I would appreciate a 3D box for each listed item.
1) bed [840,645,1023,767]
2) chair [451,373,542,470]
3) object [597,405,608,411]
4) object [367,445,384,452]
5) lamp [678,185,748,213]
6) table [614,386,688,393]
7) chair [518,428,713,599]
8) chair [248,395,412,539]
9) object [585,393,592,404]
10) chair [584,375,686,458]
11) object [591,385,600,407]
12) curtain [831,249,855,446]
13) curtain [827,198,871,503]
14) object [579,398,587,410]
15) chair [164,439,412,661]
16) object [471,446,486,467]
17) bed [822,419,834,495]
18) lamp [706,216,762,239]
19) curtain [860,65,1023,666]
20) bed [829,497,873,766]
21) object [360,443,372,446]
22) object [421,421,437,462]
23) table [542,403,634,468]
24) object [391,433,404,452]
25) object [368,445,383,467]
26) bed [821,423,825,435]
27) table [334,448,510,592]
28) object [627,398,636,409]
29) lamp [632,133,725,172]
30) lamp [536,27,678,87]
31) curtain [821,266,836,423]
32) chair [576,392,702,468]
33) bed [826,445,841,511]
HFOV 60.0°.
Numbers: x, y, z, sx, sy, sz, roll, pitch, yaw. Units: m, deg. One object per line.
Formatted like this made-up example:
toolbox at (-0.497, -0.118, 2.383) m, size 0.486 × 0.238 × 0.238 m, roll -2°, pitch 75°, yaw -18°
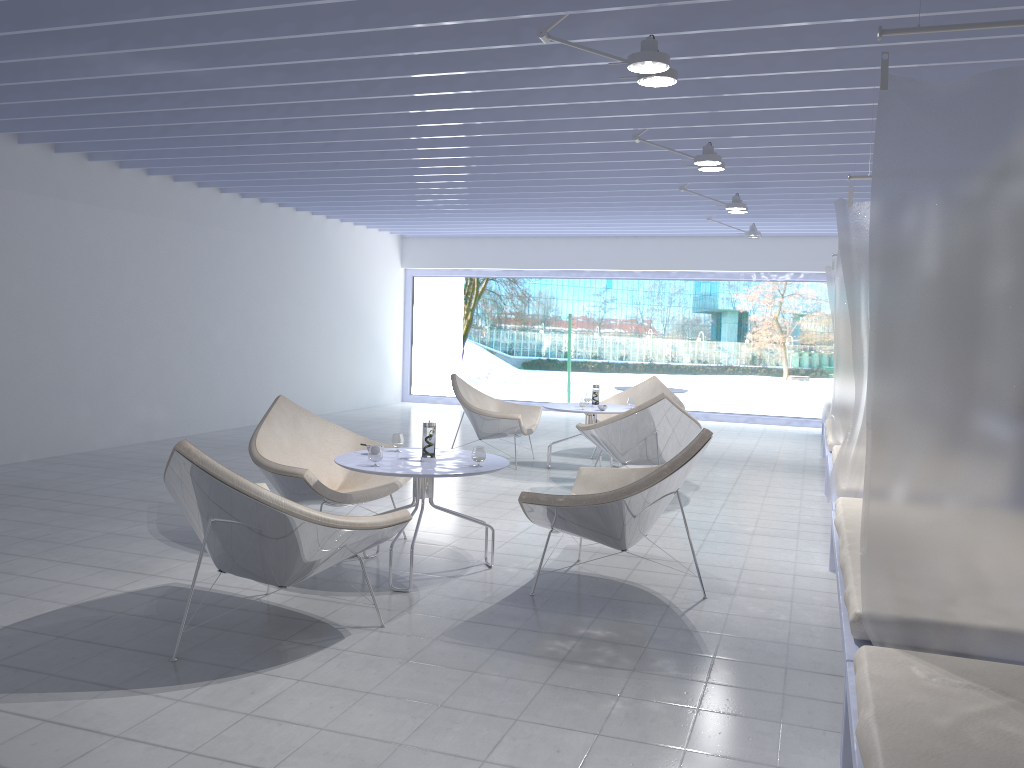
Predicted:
bed at (1.498, 0.943, 1.049) m, size 2.016 × 0.427 × 2.200 m, roll 3°, pitch 4°, yaw 19°
chair at (-0.194, 0.296, 7.718) m, size 0.753 × 0.759 × 0.906 m, roll 3°, pitch 4°, yaw 14°
object at (0.722, 0.190, 7.077) m, size 0.082 × 0.043 × 0.082 m, roll 1°, pitch 4°, yaw -13°
object at (-0.666, 0.323, 4.316) m, size 0.082 × 0.043 × 0.082 m, roll 3°, pitch 4°, yaw 20°
lamp at (1.741, -1.612, 7.692) m, size 0.587 × 0.218 × 0.380 m, roll 3°, pitch 4°, yaw 19°
table at (1.550, 0.322, 9.959) m, size 0.823 × 0.534 × 0.825 m, roll 0°, pitch 4°, yaw -24°
chair at (0.534, 0.553, 4.060) m, size 0.753 × 0.759 × 0.906 m, roll 3°, pitch 4°, yaw 23°
chair at (-1.033, 0.458, 4.766) m, size 0.753 × 0.759 × 0.906 m, roll 4°, pitch 5°, yaw 36°
object at (0.659, 0.128, 7.647) m, size 0.068 × 0.091 × 0.068 m, roll 5°, pitch 5°, yaw 41°
chair at (1.194, 0.307, 8.240) m, size 0.906 × 0.759 × 0.753 m, roll 4°, pitch 4°, yaw 29°
object at (0.696, 0.097, 7.381) m, size 0.075 × 0.189 × 0.075 m, roll 2°, pitch 4°, yaw 10°
curtain at (3.299, -0.203, 6.212) m, size 1.998 × 1.559 × 0.125 m, roll 3°, pitch 4°, yaw 17°
curtain at (2.551, -0.116, 4.146) m, size 2.050 × 1.552 × 0.151 m, roll 3°, pitch 4°, yaw 19°
object at (0.568, 0.161, 7.084) m, size 0.068 × 0.091 × 0.068 m, roll -2°, pitch 5°, yaw -43°
chair at (-0.945, 0.554, 3.316) m, size 0.906 × 0.759 × 0.753 m, roll 4°, pitch 4°, yaw 33°
object at (-0.152, 0.331, 4.056) m, size 0.068 × 0.091 × 0.068 m, roll 2°, pitch 4°, yaw 8°
bed at (3.639, 0.611, 7.313) m, size 2.016 × 0.427 × 2.200 m, roll 3°, pitch 4°, yaw 19°
lamp at (2.423, -1.718, 9.686) m, size 0.587 × 0.218 × 0.380 m, roll 3°, pitch 4°, yaw 19°
curtain at (1.871, 0.018, 2.036) m, size 1.998 × 1.559 × 0.125 m, roll 3°, pitch 4°, yaw 17°
bed at (2.212, 0.832, 3.140) m, size 2.016 × 0.427 × 2.200 m, roll 3°, pitch 4°, yaw 19°
object at (-0.694, 0.301, 4.330) m, size 0.098 × 0.016 × 0.012 m, roll 3°, pitch 4°, yaw 18°
object at (-0.390, 0.270, 4.167) m, size 0.075 × 0.185 × 0.075 m, roll 1°, pitch 4°, yaw -18°
table at (0.653, 0.458, 7.390) m, size 0.825 × 0.534 × 0.823 m, roll 2°, pitch 4°, yaw 10°
object at (-0.573, 0.294, 4.440) m, size 0.068 × 0.091 × 0.068 m, roll 2°, pitch 4°, yaw 8°
object at (-0.611, 0.323, 3.966) m, size 0.068 × 0.091 × 0.068 m, roll 2°, pitch 4°, yaw 8°
bed at (4.367, 0.504, 9.397) m, size 2.022 × 0.422 × 2.200 m, roll 3°, pitch 4°, yaw 19°
table at (-0.431, 0.626, 4.223) m, size 0.825 × 0.534 × 0.823 m, roll 2°, pitch 4°, yaw -4°
object at (0.985, 0.159, 7.313) m, size 0.068 × 0.091 × 0.068 m, roll 3°, pitch 4°, yaw 11°
lamp at (1.066, -1.507, 5.717) m, size 0.587 × 0.218 × 0.380 m, roll 3°, pitch 4°, yaw 19°
lamp at (0.391, -1.402, 3.742) m, size 0.587 × 0.218 × 0.380 m, roll 3°, pitch 4°, yaw 19°
curtain at (3.978, -0.337, 8.320) m, size 2.050 × 1.552 × 0.151 m, roll 3°, pitch 4°, yaw 19°
chair at (0.973, 0.413, 6.467) m, size 0.906 × 0.759 × 0.753 m, roll 1°, pitch 4°, yaw -11°
bed at (2.941, 0.725, 5.223) m, size 2.022 × 0.422 × 2.200 m, roll 3°, pitch 4°, yaw 19°
